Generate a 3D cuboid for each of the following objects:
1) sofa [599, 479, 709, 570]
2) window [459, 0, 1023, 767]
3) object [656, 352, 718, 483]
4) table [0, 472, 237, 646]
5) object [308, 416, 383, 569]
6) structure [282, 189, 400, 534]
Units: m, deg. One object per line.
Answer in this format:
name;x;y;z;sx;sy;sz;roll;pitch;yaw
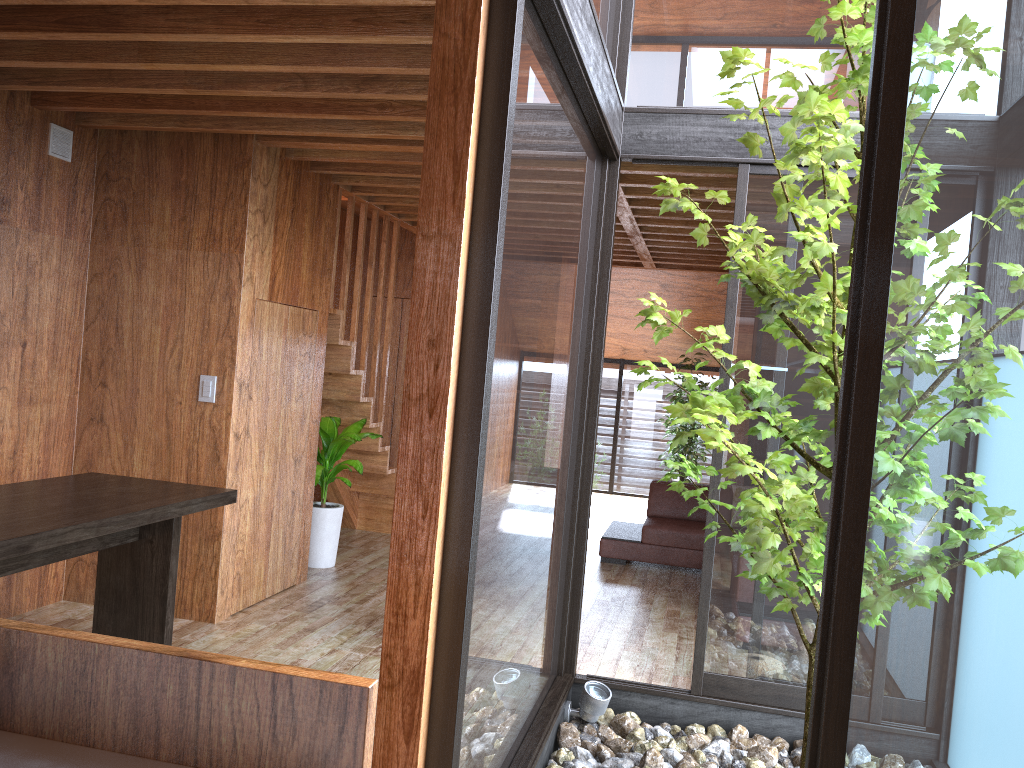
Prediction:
sofa;1.377;0.974;5.757;1.694;0.760;2.513;5;1;12
window;-0.154;-0.906;3.385;4.091;5.132;14.011;5;1;12
object;1.901;0.494;9.571;0.634;1.690;0.682;5;1;20
table;-1.714;0.771;3.014;0.698;0.716;1.677;5;1;12
object;-1.196;0.619;5.591;0.673;1.031;0.633;5;1;2
structure;-1.235;-0.035;6.430;0.826;2.298;2.455;5;1;12
